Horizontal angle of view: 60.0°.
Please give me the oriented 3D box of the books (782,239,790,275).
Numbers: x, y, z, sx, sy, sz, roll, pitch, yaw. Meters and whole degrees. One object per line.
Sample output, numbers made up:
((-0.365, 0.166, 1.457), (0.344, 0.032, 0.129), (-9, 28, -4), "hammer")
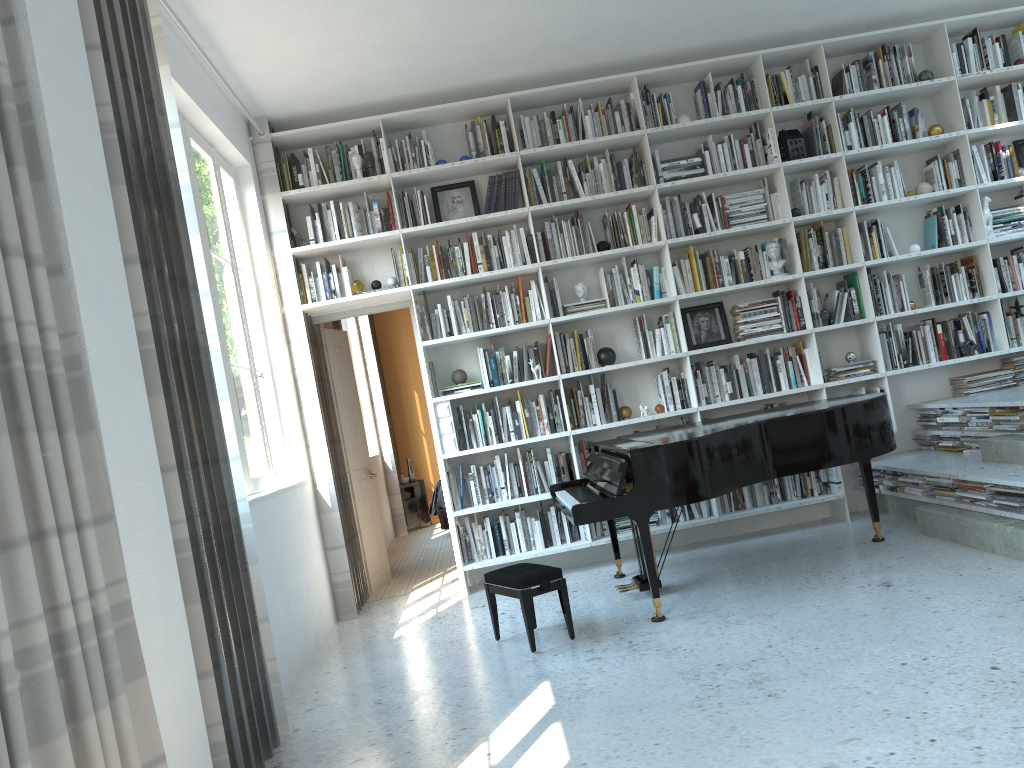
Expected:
((1.826, -0.836, 5.992), (0.014, 0.261, 0.137), (-10, -1, -3), "books")

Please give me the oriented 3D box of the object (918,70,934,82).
((2.779, -2.055, 5.960), (0.104, 0.105, 0.104), (-9, -2, -44), "object")

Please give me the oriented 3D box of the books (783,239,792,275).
((1.844, -0.841, 6.000), (0.023, 0.264, 0.107), (-10, -1, -3), "books")

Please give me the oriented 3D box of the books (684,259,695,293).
((1.180, -0.707, 5.961), (0.029, 0.240, 0.155), (-10, -1, -3), "books")

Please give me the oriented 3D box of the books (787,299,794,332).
((1.854, -0.453, 5.987), (0.013, 0.232, 0.134), (-10, -1, -3), "books")

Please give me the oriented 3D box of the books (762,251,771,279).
((1.700, -0.783, 5.980), (0.035, 0.201, 0.149), (-10, -1, -3), "books")

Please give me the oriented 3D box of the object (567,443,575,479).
((0.397, 0.537, 5.921), (0.017, 0.290, 0.089), (-10, -1, -3), "object")

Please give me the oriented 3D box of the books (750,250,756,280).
((1.599, -0.778, 5.988), (0.025, 0.230, 0.143), (-10, -1, -3), "books")

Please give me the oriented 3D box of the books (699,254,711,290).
((1.288, -0.736, 5.978), (0.028, 0.259, 0.134), (-10, -1, -3), "books")

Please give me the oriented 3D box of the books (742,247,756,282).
((1.581, -0.784, 5.951), (0.012, 0.245, 0.186), (-10, -1, -3), "books")

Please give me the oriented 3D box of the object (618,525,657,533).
((0.826, 0.957, 5.900), (0.254, 0.007, 0.161), (-11, -2, 1), "object")

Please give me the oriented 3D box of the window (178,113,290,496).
((-1.506, -0.407, 4.533), (0.073, 2.008, 1.983), (-10, -1, -3), "window")

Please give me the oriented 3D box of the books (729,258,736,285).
((1.473, -0.740, 5.978), (0.050, 0.199, 0.145), (-10, -1, -3), "books")

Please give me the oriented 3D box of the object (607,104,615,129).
((0.666, -1.736, 5.969), (0.010, 0.246, 0.157), (-10, -1, -3), "object")

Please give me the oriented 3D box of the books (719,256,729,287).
((1.406, -0.737, 5.962), (0.024, 0.216, 0.175), (-10, -1, -3), "books")

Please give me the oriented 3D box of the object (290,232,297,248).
((-1.464, -0.996, 5.854), (0.035, 0.295, 0.176), (-10, -1, -3), "object")

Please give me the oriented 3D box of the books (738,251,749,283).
((1.533, -0.764, 5.957), (0.029, 0.224, 0.185), (-10, -1, -3), "books")

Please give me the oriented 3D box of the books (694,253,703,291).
((1.224, -0.729, 5.932), (0.015, 0.266, 0.189), (-10, -1, -3), "books")

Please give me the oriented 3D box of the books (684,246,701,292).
((1.206, -0.752, 5.932), (0.014, 0.317, 0.188), (-10, -1, -3), "books")

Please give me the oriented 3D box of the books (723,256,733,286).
((1.433, -0.741, 5.965), (0.030, 0.215, 0.168), (-10, -1, -3), "books")

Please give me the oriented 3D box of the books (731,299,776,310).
((1.622, -0.532, 5.969), (0.254, 0.012, 0.161), (-10, -2, -5), "books")

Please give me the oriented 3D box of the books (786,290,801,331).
((1.883, -0.483, 5.970), (0.011, 0.279, 0.186), (-10, -1, -3), "books")

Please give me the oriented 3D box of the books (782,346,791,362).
((1.860, -0.108, 5.983), (0.010, 0.284, 0.132), (-10, -1, -3), "books")

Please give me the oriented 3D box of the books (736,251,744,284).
((1.513, -0.765, 5.967), (0.010, 0.234, 0.175), (-10, -1, -3), "books")

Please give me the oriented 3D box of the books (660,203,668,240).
((0.998, -1.062, 5.955), (0.026, 0.267, 0.170), (-10, -1, -3), "books")

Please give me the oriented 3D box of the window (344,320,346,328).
((-1.658, -0.252, 8.497), (0.073, 2.008, 1.983), (-10, -1, -3), "window")

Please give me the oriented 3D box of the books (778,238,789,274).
((1.813, -0.837, 5.979), (0.014, 0.266, 0.154), (-10, -1, -3), "books")

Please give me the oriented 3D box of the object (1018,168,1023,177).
((3.448, -1.424, 6.029), (0.091, 0.092, 0.091), (-9, -2, -44), "object")

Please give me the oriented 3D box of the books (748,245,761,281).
((1.621, -0.798, 5.970), (0.025, 0.258, 0.150), (-10, -1, -3), "books")

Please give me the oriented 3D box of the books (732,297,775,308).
((1.620, -0.544, 5.968), (0.254, 0.012, 0.161), (-11, -2, 2), "books")

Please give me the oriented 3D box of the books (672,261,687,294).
((1.119, -0.697, 5.956), (0.042, 0.242, 0.162), (-10, -1, -3), "books")

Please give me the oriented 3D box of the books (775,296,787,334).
((1.796, -0.454, 5.971), (0.012, 0.254, 0.161), (-10, -1, -3), "books")

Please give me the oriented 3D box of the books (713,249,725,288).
((1.365, -0.756, 5.947), (0.028, 0.267, 0.190), (-10, -1, -3), "books")

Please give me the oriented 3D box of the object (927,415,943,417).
((2.873, 0.204, 5.938), (0.135, 0.011, 0.221), (-11, -2, 1), "object")

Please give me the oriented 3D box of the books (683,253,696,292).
((1.195, -0.731, 5.975), (0.010, 0.284, 0.136), (-10, -1, -3), "books")

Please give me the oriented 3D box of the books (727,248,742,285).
((1.499, -0.775, 5.971), (0.014, 0.258, 0.161), (-10, -1, -3), "books")

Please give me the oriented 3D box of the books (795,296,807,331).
((1.910, -0.463, 5.961), (0.034, 0.229, 0.199), (-10, -1, -3), "books")

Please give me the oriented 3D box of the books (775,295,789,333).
((1.807, -0.459, 5.969), (0.011, 0.260, 0.184), (-10, -1, -3), "books")

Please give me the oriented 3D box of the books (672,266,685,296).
((1.104, -0.677, 5.943), (0.053, 0.208, 0.156), (-10, -1, -3), "books")

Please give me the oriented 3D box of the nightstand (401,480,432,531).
((-1.272, 1.398, 10.040), (0.650, 0.518, 0.431), (-11, -1, 0), "nightstand")

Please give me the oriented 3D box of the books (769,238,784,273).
((1.792, -0.839, 5.995), (0.025, 0.279, 0.108), (-10, -1, -3), "books")

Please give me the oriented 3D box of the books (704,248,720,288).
((1.343, -0.759, 5.961), (0.013, 0.283, 0.177), (-10, -1, -3), "books")

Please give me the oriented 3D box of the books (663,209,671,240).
((1.026, -1.047, 5.972), (0.027, 0.228, 0.147), (-10, -1, -3), "books")

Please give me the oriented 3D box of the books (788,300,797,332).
((1.872, -0.449, 5.986), (0.021, 0.217, 0.132), (-10, -1, -3), "books")

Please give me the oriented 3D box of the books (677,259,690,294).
((1.152, -0.705, 5.966), (0.026, 0.248, 0.139), (-10, -1, -3), "books")

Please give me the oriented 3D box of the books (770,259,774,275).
((1.735, -0.791, 5.986), (0.012, 0.205, 0.145), (-10, -1, -3), "books")

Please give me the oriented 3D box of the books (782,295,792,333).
((1.829, -0.461, 5.981), (0.013, 0.256, 0.163), (-10, -1, -3), "books")

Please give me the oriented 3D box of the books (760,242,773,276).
((1.717, -0.817, 5.991), (0.014, 0.263, 0.135), (-10, -1, -3), "books")

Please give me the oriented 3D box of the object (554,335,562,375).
((0.299, -0.186, 5.928), (0.012, 0.270, 0.130), (-10, -1, -3), "object")

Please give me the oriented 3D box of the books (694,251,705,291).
((1.245, -0.740, 5.948), (0.010, 0.281, 0.170), (-10, -1, -3), "books")

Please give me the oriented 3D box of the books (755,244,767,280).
((1.666, -0.806, 5.982), (0.024, 0.259, 0.126), (-10, -1, -3), "books")

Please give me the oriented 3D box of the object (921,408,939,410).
((2.868, 0.152, 5.939), (0.131, 0.024, 0.290), (-10, -2, -1), "object")

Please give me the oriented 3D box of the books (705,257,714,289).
((1.311, -0.725, 5.959), (0.012, 0.228, 0.169), (-10, -1, -3), "books")

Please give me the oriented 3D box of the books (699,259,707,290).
((1.265, -0.716, 5.971), (0.024, 0.228, 0.147), (-10, -1, -3), "books")

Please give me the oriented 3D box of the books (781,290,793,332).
((1.838, -0.479, 5.981), (0.011, 0.288, 0.152), (-10, -1, -3), "books")

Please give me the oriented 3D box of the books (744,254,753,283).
((1.564, -0.758, 5.960), (0.029, 0.200, 0.178), (-10, -1, -3), "books")

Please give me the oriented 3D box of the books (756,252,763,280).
((1.648, -0.776, 5.987), (0.022, 0.206, 0.114), (-10, -1, -3), "books")

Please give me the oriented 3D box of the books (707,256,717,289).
((1.329, -0.732, 5.967), (0.025, 0.236, 0.137), (-10, -1, -3), "books")

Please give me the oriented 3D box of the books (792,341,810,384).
((1.948, -0.133, 5.978), (0.011, 0.300, 0.149), (-10, -1, -3), "books")
